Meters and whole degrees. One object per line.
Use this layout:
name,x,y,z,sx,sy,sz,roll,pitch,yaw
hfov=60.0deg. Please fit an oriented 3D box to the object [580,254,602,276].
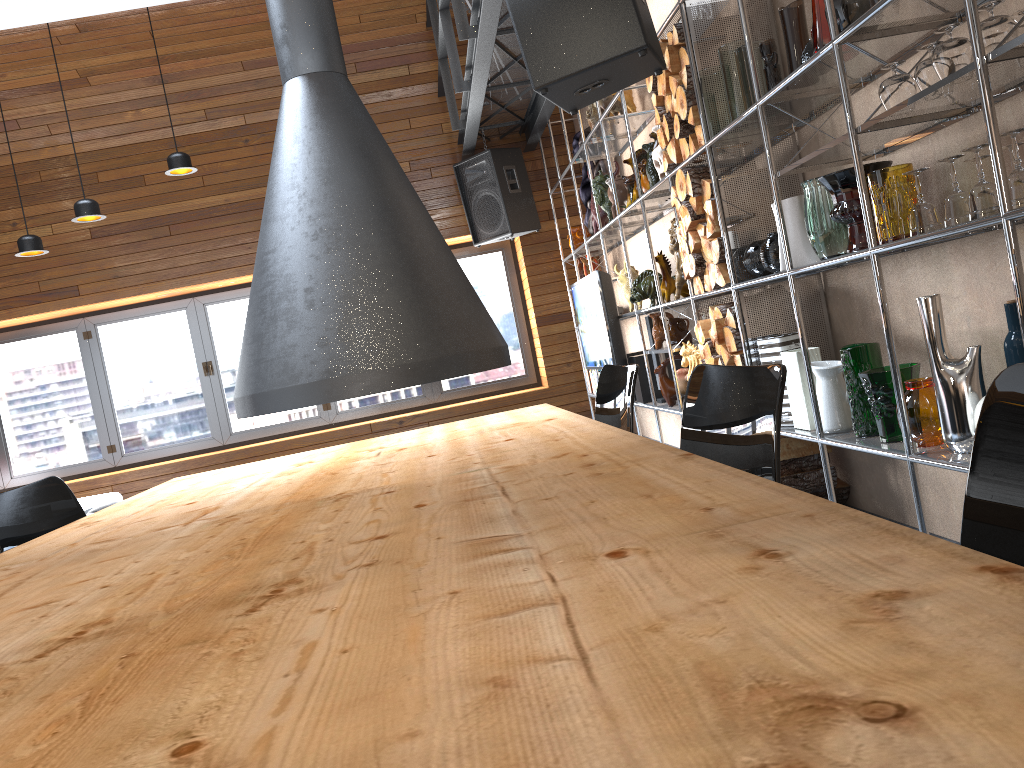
object,0.641,-0.922,7.069,0.060,0.223,0.267,-9,3,41

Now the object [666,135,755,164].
object,0.881,-1.049,3.917,0.362,0.131,0.154,-11,2,-5

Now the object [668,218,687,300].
object,0.916,-0.657,4.370,0.210,0.451,0.405,-12,2,-12

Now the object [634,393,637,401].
object,0.920,0.059,6.086,0.325,0.058,0.360,-11,2,-5

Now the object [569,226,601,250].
object,0.586,-1.158,7.031,0.278,0.222,0.138,-11,2,6

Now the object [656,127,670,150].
object,0.828,-1.136,4.018,0.321,0.109,0.110,-11,2,-5

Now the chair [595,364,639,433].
chair,0.126,0.400,2.248,0.599,0.825,0.527,-11,2,-5

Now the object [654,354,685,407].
object,0.945,-0.021,5.060,0.249,0.290,0.114,-10,2,21

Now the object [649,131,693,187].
object,0.788,-1.170,4.376,0.198,0.358,0.116,-11,2,3

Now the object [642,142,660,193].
object,0.809,-1.126,4.535,0.253,0.249,0.126,-11,2,0

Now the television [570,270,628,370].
television,0.593,-0.420,6.083,0.115,0.638,1.075,-11,2,-4

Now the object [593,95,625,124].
object,0.564,-1.698,5.280,0.208,0.280,0.131,-12,2,-23

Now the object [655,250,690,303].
object,0.898,-0.590,4.788,0.290,0.290,0.097,-12,2,-25

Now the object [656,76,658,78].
object,0.789,-1.345,3.847,0.303,0.090,0.098,-11,2,-4

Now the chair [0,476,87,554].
chair,-0.837,0.594,2.084,0.599,0.825,0.527,-11,2,-5

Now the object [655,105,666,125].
object,0.813,-1.228,4.000,0.331,0.110,0.107,-11,2,-3

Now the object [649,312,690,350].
object,0.911,-0.318,5.080,0.217,0.214,0.108,-10,2,20

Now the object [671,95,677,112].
object,0.837,-1.211,3.746,0.331,0.110,0.101,-11,2,-7

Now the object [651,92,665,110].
object,0.794,-1.292,3.995,0.308,0.120,0.097,-11,2,0

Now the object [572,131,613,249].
object,0.564,-1.485,6.741,0.244,0.879,0.244,-10,2,24

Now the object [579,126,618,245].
object,0.613,-1.462,6.477,0.305,0.840,0.237,-11,2,-3

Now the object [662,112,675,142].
object,0.831,-1.167,3.904,0.329,0.135,0.095,-11,2,-1

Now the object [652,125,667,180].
object,0.820,-1.129,4.211,0.314,0.280,0.151,-11,2,-6

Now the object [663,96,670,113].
object,0.822,-1.285,3.920,0.290,0.153,0.112,-11,2,-2

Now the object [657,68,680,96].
object,0.790,-1.306,3.771,0.321,0.128,0.164,-11,2,-4

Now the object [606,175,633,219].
object,0.665,-1.136,5.367,0.164,0.266,0.237,-11,2,12

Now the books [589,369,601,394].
books,0.751,-0.028,7.239,0.139,0.208,0.461,-11,2,-5

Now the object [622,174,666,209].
object,0.777,-1.116,5.080,0.272,0.207,0.137,-11,2,-1

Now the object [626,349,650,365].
object,0.876,-0.075,6.551,0.343,0.303,0.175,-11,2,-5

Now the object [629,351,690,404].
object,0.955,-0.056,5.651,0.343,0.303,0.175,-11,2,-5

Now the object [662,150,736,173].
object,0.849,-1.043,4.014,0.330,0.105,0.107,-11,2,-2

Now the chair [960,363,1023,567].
chair,0.276,0.436,0.524,0.599,0.825,0.527,-11,2,-5

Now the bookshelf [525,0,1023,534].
bookshelf,0.786,-2.473,2.062,0.421,6.219,10.739,-11,2,-5

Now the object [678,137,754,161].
object,0.878,-1.039,3.791,0.299,0.114,0.135,-11,2,-3

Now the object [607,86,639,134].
object,0.657,-1.821,5.547,0.215,0.458,0.328,-11,2,0

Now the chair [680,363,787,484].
chair,0.201,0.418,1.386,0.599,0.825,0.527,-11,2,-5

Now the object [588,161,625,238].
object,0.619,-1.239,6.003,0.219,0.440,0.462,-11,2,-5

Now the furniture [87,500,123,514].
furniture,-2.462,0.963,5.552,0.402,0.462,0.401,-10,3,35

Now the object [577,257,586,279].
object,0.618,-0.929,7.269,0.116,0.229,0.233,-10,3,35

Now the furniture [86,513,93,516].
furniture,-2.383,0.968,5.032,0.402,0.462,0.401,-10,2,15

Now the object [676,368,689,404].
object,0.970,0.015,4.824,0.119,0.220,0.212,-10,2,29

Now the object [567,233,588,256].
object,0.561,-1.162,7.280,0.233,0.209,0.107,-12,2,-18

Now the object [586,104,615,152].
object,0.582,-1.816,5.992,0.207,0.442,0.328,-11,2,-12

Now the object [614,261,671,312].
object,0.793,-0.606,5.391,0.325,0.310,0.154,-12,2,-20

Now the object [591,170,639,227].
object,0.648,-1.186,5.599,0.255,0.356,0.167,-11,2,14

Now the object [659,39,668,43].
object,0.788,-1.459,3.864,0.299,0.118,0.129,-11,2,-7

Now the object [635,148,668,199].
object,0.770,-1.136,4.737,0.227,0.270,0.123,-11,2,-5

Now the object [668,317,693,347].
object,0.913,-0.288,4.855,0.105,0.168,0.210,-10,3,35

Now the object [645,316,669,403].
object,0.904,-0.157,5.408,0.112,0.533,0.112,-11,2,-5

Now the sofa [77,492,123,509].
sofa,-3.901,1.138,5.344,2.205,0.693,4.035,-11,2,-5

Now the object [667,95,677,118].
object,0.843,-1.229,3.827,0.330,0.098,0.107,-11,2,-1

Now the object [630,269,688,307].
object,0.859,-0.559,5.046,0.403,0.221,0.192,-10,2,32

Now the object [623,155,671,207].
object,0.775,-1.149,4.907,0.290,0.290,0.097,-11,2,-6

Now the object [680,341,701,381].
object,1.012,-0.054,4.470,0.170,0.363,0.375,-13,3,-39

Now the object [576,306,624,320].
object,0.706,-0.559,7.194,0.320,0.114,0.404,-11,2,-5
